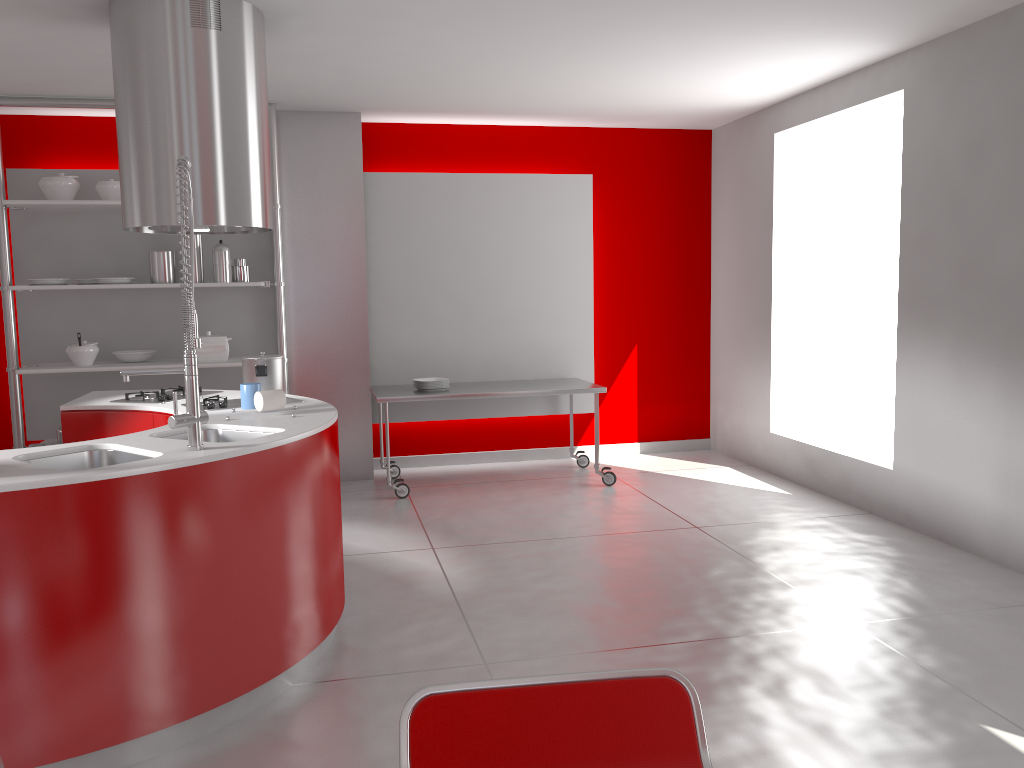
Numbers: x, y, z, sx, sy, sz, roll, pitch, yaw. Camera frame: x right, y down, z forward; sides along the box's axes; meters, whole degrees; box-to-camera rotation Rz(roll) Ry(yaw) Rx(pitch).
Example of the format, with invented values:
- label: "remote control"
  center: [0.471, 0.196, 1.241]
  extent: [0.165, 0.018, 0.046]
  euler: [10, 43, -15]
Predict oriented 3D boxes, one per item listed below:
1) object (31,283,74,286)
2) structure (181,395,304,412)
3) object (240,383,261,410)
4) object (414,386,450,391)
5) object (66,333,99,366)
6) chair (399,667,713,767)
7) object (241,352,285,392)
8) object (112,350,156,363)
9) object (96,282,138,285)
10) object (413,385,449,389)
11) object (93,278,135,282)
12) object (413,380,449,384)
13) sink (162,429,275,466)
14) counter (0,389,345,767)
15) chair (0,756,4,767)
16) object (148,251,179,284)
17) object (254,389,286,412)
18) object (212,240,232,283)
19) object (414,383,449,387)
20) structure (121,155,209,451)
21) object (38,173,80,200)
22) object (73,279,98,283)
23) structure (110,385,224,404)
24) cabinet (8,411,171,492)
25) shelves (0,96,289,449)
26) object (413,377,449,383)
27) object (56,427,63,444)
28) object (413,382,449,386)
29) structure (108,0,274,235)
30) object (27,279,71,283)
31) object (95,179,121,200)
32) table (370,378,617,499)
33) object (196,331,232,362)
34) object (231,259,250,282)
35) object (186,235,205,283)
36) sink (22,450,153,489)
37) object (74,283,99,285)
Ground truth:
- label: "object"
  center: [-2.883, -0.619, 5.529]
  extent: [0.280, 0.015, 0.280]
  euler: [2, 7, 25]
- label: "structure"
  center: [-1.189, 0.068, 3.917]
  extent: [0.457, 0.037, 0.303]
  euler: [-6, 8, -37]
- label: "object"
  center: [-1.068, 0.048, 3.607]
  extent: [0.080, 0.100, 0.109]
  euler: [-6, 8, -39]
- label: "object"
  center: [-0.554, 0.029, 6.084]
  extent: [0.228, 0.020, 0.228]
  euler: [-5, 7, -30]
- label: "object"
  center: [-2.737, -0.224, 5.650]
  extent: [0.192, 0.214, 0.192]
  euler: [-4, 7, -26]
- label: "chair"
  center: [0.084, 0.831, 1.026]
  extent: [0.418, 0.857, 0.460]
  euler: [-2, 6, -7]
- label: "object"
  center: [-1.111, -0.050, 3.962]
  extent: [0.218, 0.185, 0.189]
  euler: [4, 8, 40]
- label: "object"
  center: [-2.494, -0.180, 5.860]
  extent: [0.272, 0.072, 0.272]
  euler: [4, 8, 41]
- label: "object"
  center: [-2.508, -0.633, 5.596]
  extent: [0.280, 0.015, 0.280]
  euler: [1, 6, 17]
- label: "object"
  center: [-0.554, 0.019, 6.082]
  extent: [0.228, 0.020, 0.228]
  euler: [-5, 7, -30]
- label: "object"
  center: [-2.508, -0.647, 5.595]
  extent: [0.244, 0.042, 0.244]
  euler: [-4, 7, -28]
- label: "object"
  center: [-0.555, -0.011, 6.079]
  extent: [0.228, 0.020, 0.228]
  euler: [-5, 7, -30]
- label: "sink"
  center: [-1.030, 0.276, 3.127]
  extent: [0.428, 0.172, 0.326]
  euler: [2, 7, 27]
- label: "counter"
  center: [-1.715, 0.626, 3.108]
  extent: [1.868, 0.880, 2.865]
  euler: [1, 7, 21]
- label: "chair"
  center: [-0.734, 0.864, 0.854]
  extent: [0.418, 0.857, 0.460]
  euler: [-3, 6, -17]
- label: "object"
  center: [-2.250, -0.748, 5.712]
  extent: [0.184, 0.205, 0.172]
  euler: [-2, 6, -7]
- label: "object"
  center: [-0.968, 0.064, 3.525]
  extent: [0.100, 0.080, 0.109]
  euler: [-7, 8, -42]
- label: "object"
  center: [-1.863, -0.788, 5.698]
  extent: [0.115, 0.274, 0.115]
  euler: [-3, 7, -19]
- label: "object"
  center: [-0.555, 0.009, 6.081]
  extent: [0.228, 0.020, 0.228]
  euler: [-5, 7, -30]
- label: "structure"
  center: [-1.054, -0.255, 2.777]
  extent: [0.178, 0.920, 0.308]
  euler: [3, 7, 31]
- label: "object"
  center: [-2.834, -1.225, 5.555]
  extent: [0.231, 0.191, 0.231]
  euler: [2, 7, 28]
- label: "object"
  center: [-2.725, -0.664, 5.788]
  extent: [0.244, 0.042, 0.244]
  euler: [-3, 7, -20]
- label: "structure"
  center: [-1.632, 0.043, 4.215]
  extent: [0.303, 0.037, 0.457]
  euler: [1, 6, 18]
- label: "cabinet"
  center: [-1.988, 0.601, 3.088]
  extent: [1.025, 0.761, 1.875]
  euler: [3, 7, 33]
- label: "shelves"
  center: [-2.365, -0.515, 5.768]
  extent: [1.735, 2.599, 0.535]
  euler: [-2, 6, -12]
- label: "object"
  center: [-0.555, -0.022, 6.078]
  extent: [0.228, 0.020, 0.228]
  euler: [-5, 7, -30]
- label: "object"
  center: [-2.811, 0.320, 5.764]
  extent: [0.308, 0.130, 0.407]
  euler: [-2, 6, -5]
- label: "object"
  center: [-0.555, -0.001, 6.080]
  extent: [0.228, 0.020, 0.228]
  euler: [-5, 7, -30]
- label: "structure"
  center: [-1.419, -1.166, 3.965]
  extent: [0.644, 0.958, 0.644]
  euler: [5, 9, 44]
- label: "object"
  center: [-2.883, -0.633, 5.528]
  extent: [0.244, 0.042, 0.244]
  euler: [-4, 7, -28]
- label: "object"
  center: [-2.535, -1.219, 5.623]
  extent: [0.192, 0.153, 0.192]
  euler: [-1, 6, 1]
- label: "table"
  center: [-0.153, 0.357, 6.250]
  extent: [1.627, 0.682, 0.749]
  euler: [-2, 6, -11]
- label: "object"
  center: [-2.004, -0.251, 5.867]
  extent: [0.282, 0.197, 0.235]
  euler: [-4, 7, -22]
- label: "object"
  center: [-1.812, -0.753, 5.906]
  extent: [0.127, 0.157, 0.127]
  euler: [-1, 6, -2]
- label: "object"
  center: [-2.044, -0.813, 5.706]
  extent: [0.109, 0.329, 0.110]
  euler: [-3, 6, -14]
- label: "sink"
  center: [-1.292, 0.325, 2.719]
  extent: [0.428, 0.172, 0.326]
  euler: [4, 8, 38]
- label: "object"
  center: [-2.725, -0.650, 5.790]
  extent: [0.280, 0.015, 0.280]
  euler: [2, 7, 25]
